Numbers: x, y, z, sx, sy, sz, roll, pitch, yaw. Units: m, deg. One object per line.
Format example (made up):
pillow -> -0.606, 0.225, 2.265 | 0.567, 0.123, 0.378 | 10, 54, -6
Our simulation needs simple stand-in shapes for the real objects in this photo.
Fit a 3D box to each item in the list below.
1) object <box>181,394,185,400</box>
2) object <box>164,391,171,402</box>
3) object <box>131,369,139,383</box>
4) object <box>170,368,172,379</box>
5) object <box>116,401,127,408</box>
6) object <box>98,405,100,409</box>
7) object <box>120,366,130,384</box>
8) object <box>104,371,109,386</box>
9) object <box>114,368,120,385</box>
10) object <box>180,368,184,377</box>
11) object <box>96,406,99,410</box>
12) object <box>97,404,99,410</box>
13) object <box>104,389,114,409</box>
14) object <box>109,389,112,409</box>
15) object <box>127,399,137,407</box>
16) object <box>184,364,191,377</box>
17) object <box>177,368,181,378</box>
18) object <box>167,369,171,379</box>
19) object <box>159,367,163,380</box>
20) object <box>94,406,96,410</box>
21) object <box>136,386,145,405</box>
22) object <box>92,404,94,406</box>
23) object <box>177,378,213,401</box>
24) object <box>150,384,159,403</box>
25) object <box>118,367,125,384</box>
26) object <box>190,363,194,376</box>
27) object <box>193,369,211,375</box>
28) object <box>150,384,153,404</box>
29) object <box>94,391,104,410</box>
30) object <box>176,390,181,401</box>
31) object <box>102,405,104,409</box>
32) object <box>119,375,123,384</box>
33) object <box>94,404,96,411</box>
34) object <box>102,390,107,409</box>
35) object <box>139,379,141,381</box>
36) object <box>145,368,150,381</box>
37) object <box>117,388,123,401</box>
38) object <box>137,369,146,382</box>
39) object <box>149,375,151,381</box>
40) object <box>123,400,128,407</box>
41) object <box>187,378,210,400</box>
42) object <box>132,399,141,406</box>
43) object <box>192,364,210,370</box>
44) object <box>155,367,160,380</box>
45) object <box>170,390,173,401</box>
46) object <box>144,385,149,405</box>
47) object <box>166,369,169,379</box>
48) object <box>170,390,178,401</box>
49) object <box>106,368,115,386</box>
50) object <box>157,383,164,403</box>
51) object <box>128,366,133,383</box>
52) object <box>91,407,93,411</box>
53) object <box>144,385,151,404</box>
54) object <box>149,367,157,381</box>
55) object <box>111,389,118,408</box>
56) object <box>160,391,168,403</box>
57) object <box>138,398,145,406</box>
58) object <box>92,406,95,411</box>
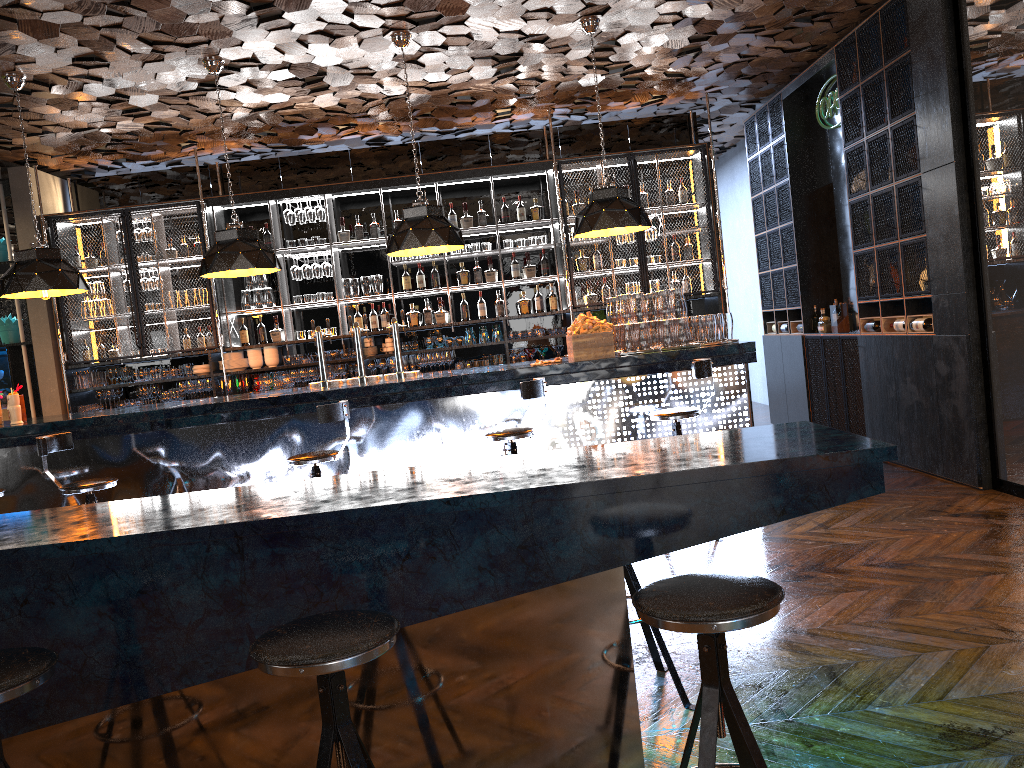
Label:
object -> -3.426, 0.128, 9.196 | 0.074, 0.146, 0.065 | -5, 4, 21
object -> -3.523, 0.145, 9.084 | 0.065, 0.146, 0.074 | -6, 3, 11
object -> -3.811, -0.081, 8.978 | 0.081, 0.132, 0.081 | -8, 4, -29
object -> -3.535, -0.108, 9.183 | 0.078, 0.103, 0.078 | -4, 4, 42
object -> -3.932, 0.222, 8.933 | 0.093, 0.101, 0.093 | -9, 4, -33
object -> -4.248, 0.260, 9.125 | 0.034, 0.080, 0.034 | -7, 3, -2
object -> -3.872, -0.088, 8.896 | 0.087, 0.170, 0.087 | -9, 4, -40
object -> -4.225, -0.058, 9.209 | 0.051, 0.152, 0.058 | -9, 4, -40
object -> -4.026, -0.078, 9.022 | 0.087, 0.170, 0.087 | -9, 4, -40
object -> -3.439, -0.117, 9.185 | 0.078, 0.099, 0.078 | -9, 4, -34
object -> -4.246, 0.262, 9.084 | 0.034, 0.080, 0.034 | -8, 3, -19
object -> -4.301, 0.252, 9.204 | 0.031, 0.098, 0.031 | -6, 3, 4
object -> -4.050, 0.173, 8.930 | 0.091, 0.227, 0.091 | -5, 4, 22
object -> -4.155, 0.171, 9.171 | 0.091, 0.227, 0.091 | -6, 3, 2
object -> -3.824, 0.210, 8.936 | 0.093, 0.101, 0.093 | -9, 4, -38
object -> -3.294, -0.140, 9.013 | 0.074, 0.131, 0.074 | -6, 3, 12
object -> -3.440, -0.112, 9.101 | 0.078, 0.099, 0.078 | -9, 4, -34
object -> -3.532, -0.103, 9.098 | 0.078, 0.103, 0.078 | -4, 4, 42
object -> -3.614, -0.108, 9.093 | 0.074, 0.131, 0.074 | -6, 3, 12
object -> -4.248, 0.265, 9.036 | 0.034, 0.080, 0.034 | -6, 3, 7
object -> -3.726, 0.136, 8.920 | 0.088, 0.229, 0.077 | -6, 3, 12
object -> -4.295, 0.258, 9.095 | 0.031, 0.098, 0.031 | -5, 4, 21
object -> -3.203, 0.072, 9.032 | 0.376, 0.227, 0.186 | -7, 3, -3
object -> -3.627, 0.119, 9.009 | 0.088, 0.229, 0.077 | -7, 3, -2
object -> -3.936, -0.086, 8.986 | 0.087, 0.170, 0.087 | -9, 4, -40
object -> -3.328, -0.146, 9.189 | 0.074, 0.131, 0.074 | -6, 3, 12
object -> -3.128, -0.124, 8.997 | 0.211, 0.060, 0.209 | -9, 4, -42
object -> -3.735, 0.121, 9.186 | 0.077, 0.229, 0.088 | -8, 4, -27
object -> -4.143, 0.183, 8.930 | 0.091, 0.227, 0.091 | -9, 4, -39
object -> -3.428, 0.134, 9.094 | 0.065, 0.146, 0.074 | -5, 4, 22
object -> -4.250, 0.255, 9.215 | 0.034, 0.080, 0.034 | -6, 3, 9
object -> -4.029, -0.084, 9.140 | 0.087, 0.170, 0.087 | -9, 4, -40
object -> -4.295, 0.256, 9.130 | 0.031, 0.098, 0.031 | -5, 4, 31
object -> -4.144, 0.177, 9.038 | 0.091, 0.227, 0.091 | -4, 4, 38
object -> -3.816, -0.088, 9.125 | 0.081, 0.132, 0.081 | -8, 4, -29
object -> -3.734, -0.093, 9.048 | 0.081, 0.132, 0.081 | -8, 4, -29
object -> -4.050, 0.160, 9.150 | 0.091, 0.227, 0.091 | -9, 4, -38
object -> -3.727, -0.087, 8.928 | 0.081, 0.132, 0.081 | -8, 4, -29
object -> -3.734, -0.101, 9.177 | 0.081, 0.132, 0.081 | -8, 4, -29
object -> -3.935, 0.216, 9.038 | 0.093, 0.101, 0.093 | -9, 4, -40
object -> -3.209, 0.061, 9.227 | 0.376, 0.227, 0.186 | -7, 3, -3
object -> -3.833, 0.205, 9.042 | 0.093, 0.101, 0.093 | -5, 3, 20
object -> -3.131, -0.164, 8.995 | 0.211, 0.060, 0.209 | -3, 4, 43
object -> -3.611, -0.104, 9.006 | 0.074, 0.131, 0.074 | -6, 3, 12
object -> -3.526, 0.140, 9.181 | 0.065, 0.146, 0.074 | -5, 4, 28
object -> -3.727, 0.131, 9.012 | 0.088, 0.229, 0.077 | -9, 4, -41
object -> -3.528, -0.098, 9.007 | 0.078, 0.103, 0.078 | -4, 4, 42
object -> -3.424, 0.139, 8.987 | 0.074, 0.146, 0.065 | -7, 3, -7
object -> -4.023, -0.071, 8.904 | 0.087, 0.170, 0.087 | -9, 4, -40
object -> -3.627, 0.112, 9.132 | 0.088, 0.229, 0.077 | -6, 3, 0
object -> -3.940, -0.094, 9.131 | 0.087, 0.170, 0.087 | -9, 4, -40
object -> -4.244, 0.270, 8.947 | 0.034, 0.080, 0.034 | -9, 4, -37
object -> -3.734, 0.127, 9.093 | 0.077, 0.229, 0.088 | -6, 3, 14
object -> -3.611, -0.099, 8.919 | 0.074, 0.131, 0.074 | -6, 3, 12
object -> -4.050, 0.167, 9.033 | 0.091, 0.227, 0.091 | -9, 4, -38
object -> -3.519, 0.151, 8.980 | 0.074, 0.146, 0.065 | -8, 4, -25
object -> -3.831, 0.199, 9.143 | 0.093, 0.101, 0.093 | -6, 3, 14
object -> -4.246, 0.267, 8.996 | 0.034, 0.080, 0.034 | -9, 4, -34
